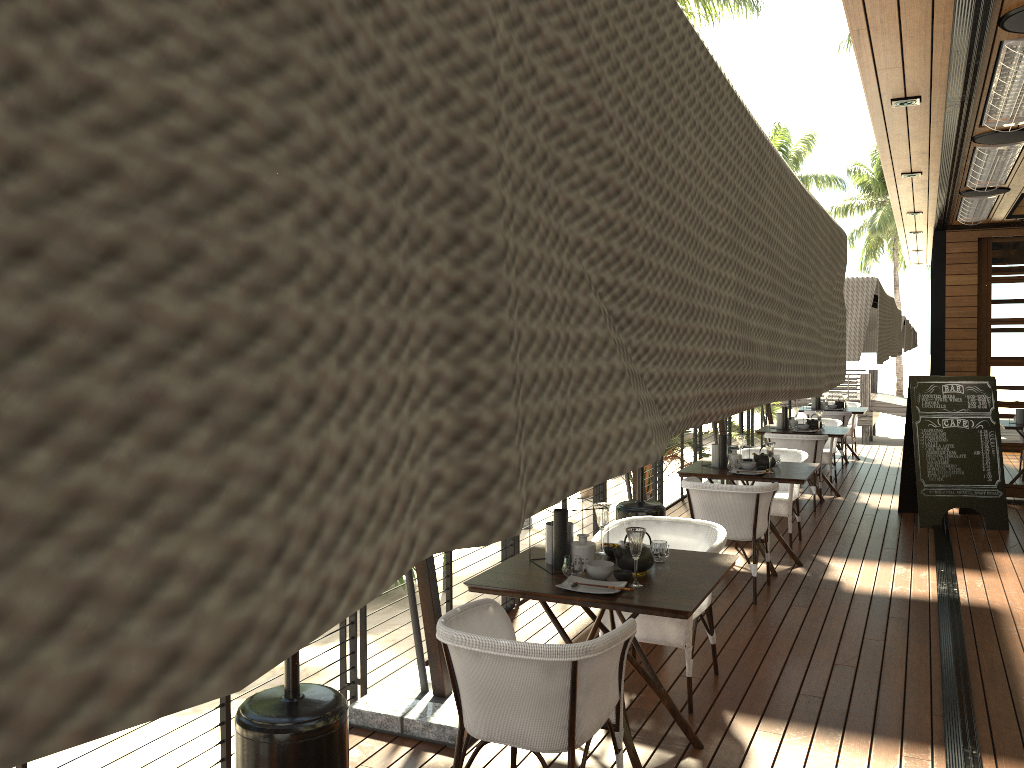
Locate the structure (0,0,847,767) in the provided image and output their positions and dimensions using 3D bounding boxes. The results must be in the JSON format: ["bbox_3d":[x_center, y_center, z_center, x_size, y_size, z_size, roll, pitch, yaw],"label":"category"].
[{"bbox_3d":[-1.096,0.519,0.727,2.414,2.331,2.415,1,2,25],"label":"structure"}]

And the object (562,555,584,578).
[{"bbox_3d":[0.251,0.754,3.649,0.086,0.086,0.086,1,2,30],"label":"object"}]

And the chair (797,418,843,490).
[{"bbox_3d":[3.641,0.828,10.662,0.627,0.788,0.617,1,2,26],"label":"chair"}]

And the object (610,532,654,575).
[{"bbox_3d":[0.517,0.702,3.739,0.163,0.179,0.168,1,2,27],"label":"object"}]

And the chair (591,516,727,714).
[{"bbox_3d":[0.753,1.115,4.456,0.627,0.788,0.617,1,2,26],"label":"chair"}]

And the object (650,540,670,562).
[{"bbox_3d":[0.651,0.740,3.923,0.086,0.086,0.086,1,2,30],"label":"object"}]

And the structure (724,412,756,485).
[{"bbox_3d":[2.200,0.224,8.507,0.699,2.191,0.699,0,2,13],"label":"structure"}]

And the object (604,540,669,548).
[{"bbox_3d":[0.567,0.763,4.118,0.294,0.025,0.170,1,3,25],"label":"object"}]

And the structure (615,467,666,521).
[{"bbox_3d":[0.795,0.364,5.489,0.699,2.191,0.699,0,2,13],"label":"structure"}]

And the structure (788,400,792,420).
[{"bbox_3d":[3.633,0.082,11.587,0.699,2.191,0.699,0,2,13],"label":"structure"}]

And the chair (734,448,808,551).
[{"bbox_3d":[2.194,0.972,7.553,0.627,0.788,0.617,1,2,26],"label":"chair"}]

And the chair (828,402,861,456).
[{"bbox_3d":[5.077,0.685,13.747,0.627,0.788,0.617,1,2,26],"label":"chair"}]

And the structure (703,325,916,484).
[{"bbox_3d":[3.177,0.094,9.909,2.414,2.331,2.415,1,2,25],"label":"structure"}]

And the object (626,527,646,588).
[{"bbox_3d":[0.490,0.686,3.510,0.082,0.227,0.082,1,2,26],"label":"object"}]

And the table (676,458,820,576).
[{"bbox_3d":[1.847,1.022,6.878,0.931,0.749,0.932,1,2,25],"label":"table"}]

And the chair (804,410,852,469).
[{"bbox_3d":[4.379,0.752,12.306,0.627,0.788,0.617,1,2,26],"label":"chair"}]

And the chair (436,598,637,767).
[{"bbox_3d":[0.075,1.180,3.059,0.627,0.788,0.617,1,2,26],"label":"chair"}]

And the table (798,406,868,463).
[{"bbox_3d":[4.704,0.737,13.016,0.931,0.749,0.932,1,2,25],"label":"table"}]

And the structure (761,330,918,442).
[{"bbox_3d":[4.602,-0.048,12.969,2.414,2.331,2.415,1,2,25],"label":"structure"}]

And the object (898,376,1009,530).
[{"bbox_3d":[4.208,0.619,8.493,0.768,1.396,0.772,0,2,9],"label":"object"}]

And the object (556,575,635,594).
[{"bbox_3d":[0.336,0.793,3.460,0.294,0.025,0.170,1,3,25],"label":"object"}]

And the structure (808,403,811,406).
[{"bbox_3d":[5.028,-0.057,14.584,0.699,2.191,0.699,0,2,13],"label":"structure"}]

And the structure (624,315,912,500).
[{"bbox_3d":[1.753,0.236,6.848,2.414,2.331,2.415,1,2,25],"label":"structure"}]

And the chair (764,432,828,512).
[{"bbox_3d":[2.963,0.893,9.265,0.627,0.788,0.617,1,2,26],"label":"chair"}]

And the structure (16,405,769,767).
[{"bbox_3d":[-1.085,1.149,3.387,0.163,1.152,26.281,0,3,25],"label":"structure"}]

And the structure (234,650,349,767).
[{"bbox_3d":[-0.614,0.504,2.461,0.699,2.191,0.699,0,2,13],"label":"structure"}]

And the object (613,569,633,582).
[{"bbox_3d":[0.448,0.779,3.581,0.080,0.042,0.080,-1,2,-14],"label":"object"}]

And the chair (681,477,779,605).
[{"bbox_3d":[1.492,1.039,6.103,0.627,0.788,0.617,1,2,26],"label":"chair"}]

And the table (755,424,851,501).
[{"bbox_3d":[3.276,0.880,9.947,0.931,0.749,0.932,1,2,25],"label":"table"}]

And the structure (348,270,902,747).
[{"bbox_3d":[0.329,0.378,3.787,2.414,2.331,2.415,1,2,25],"label":"structure"}]

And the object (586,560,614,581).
[{"bbox_3d":[0.359,0.766,3.621,0.116,0.065,0.116,1,2,23],"label":"object"}]

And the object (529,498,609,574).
[{"bbox_3d":[0.245,0.656,3.867,0.263,0.264,0.263,-1,2,-20],"label":"object"}]

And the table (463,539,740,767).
[{"bbox_3d":[0.419,1.164,3.808,0.931,0.749,0.932,1,2,25],"label":"table"}]
